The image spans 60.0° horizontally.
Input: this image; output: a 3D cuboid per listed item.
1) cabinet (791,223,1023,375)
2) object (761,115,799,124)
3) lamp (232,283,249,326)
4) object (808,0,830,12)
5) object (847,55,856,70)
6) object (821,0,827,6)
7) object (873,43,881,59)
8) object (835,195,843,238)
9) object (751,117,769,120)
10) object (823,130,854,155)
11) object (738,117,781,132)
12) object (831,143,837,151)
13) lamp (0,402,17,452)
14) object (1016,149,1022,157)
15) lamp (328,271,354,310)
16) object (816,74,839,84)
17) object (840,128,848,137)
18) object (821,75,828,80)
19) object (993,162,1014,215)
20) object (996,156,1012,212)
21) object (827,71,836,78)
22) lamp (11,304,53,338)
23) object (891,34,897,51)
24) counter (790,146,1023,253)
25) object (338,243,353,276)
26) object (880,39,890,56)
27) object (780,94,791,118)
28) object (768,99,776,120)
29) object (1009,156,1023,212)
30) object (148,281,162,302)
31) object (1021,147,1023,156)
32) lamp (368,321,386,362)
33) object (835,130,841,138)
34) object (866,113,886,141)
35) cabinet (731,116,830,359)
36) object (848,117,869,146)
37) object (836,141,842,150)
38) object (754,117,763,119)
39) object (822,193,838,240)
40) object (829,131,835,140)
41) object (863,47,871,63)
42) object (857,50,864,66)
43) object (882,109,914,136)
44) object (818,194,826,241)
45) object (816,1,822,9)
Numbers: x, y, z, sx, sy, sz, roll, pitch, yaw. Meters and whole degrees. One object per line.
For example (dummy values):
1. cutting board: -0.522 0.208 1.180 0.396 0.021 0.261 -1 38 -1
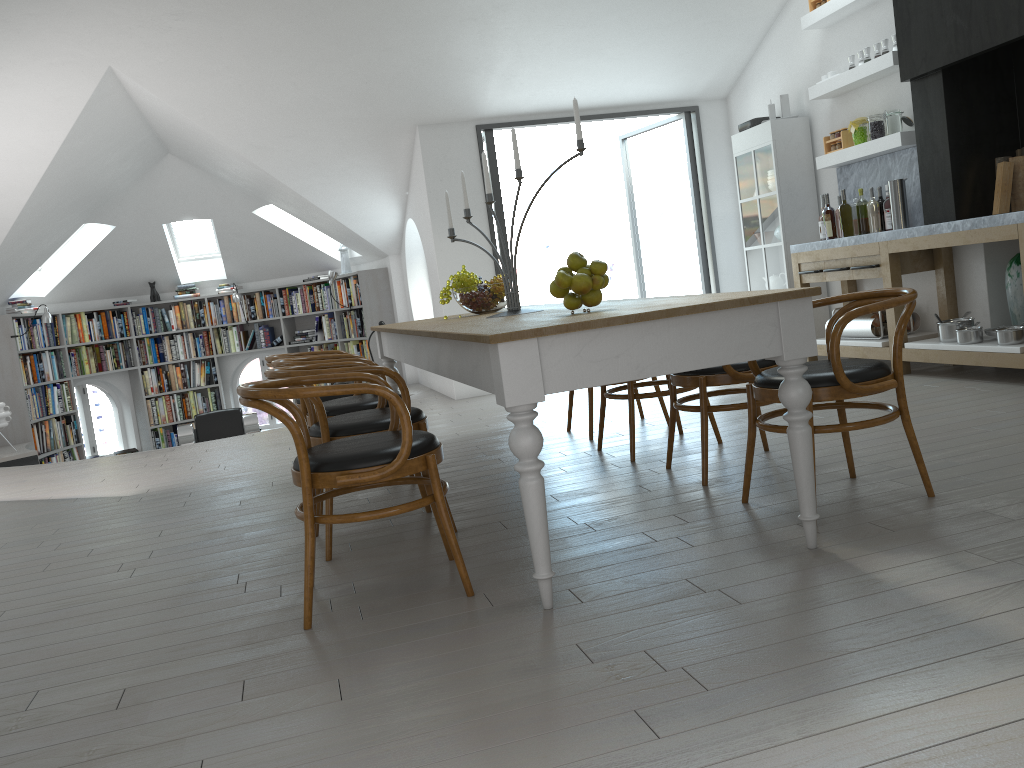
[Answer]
1. cabinet: 3.499 -0.370 3.998 1.005 1.019 6.438 -9 6 -14
2. object: 2.223 -2.184 7.357 0.294 0.025 0.151 -7 6 10
3. lamp: -3.498 -1.012 11.373 0.113 0.565 0.358 -8 5 -7
4. object: 2.370 -2.909 6.715 0.120 0.146 0.237 -9 6 -14
5. object: 2.493 -2.348 6.501 0.064 0.124 0.068 -9 5 -20
6. object: 2.374 -2.885 6.719 0.058 0.075 0.059 -7 5 9
7. object: 2.565 -2.328 6.219 0.064 0.124 0.068 -9 5 -20
8. object: 2.528 -1.280 6.802 0.085 0.330 0.085 -8 4 -5
9. object: 2.140 -2.218 7.654 0.238 0.119 0.238 -9 6 -14
10. object: 2.513 -1.849 6.796 0.120 0.146 0.237 -9 6 -14
11. object: 2.141 -2.208 7.655 0.299 0.119 0.299 -9 6 -14
12. object: 2.500 -1.831 6.865 0.058 0.075 0.059 -7 5 9
13. lamp: -4.955 0.422 8.498 0.306 0.524 0.305 -10 5 -25
14. object: 3.296 -1.301 5.726 0.088 0.424 0.068 -8 4 0
15. lamp: -2.030 -1.106 10.586 0.276 0.524 0.112 -10 5 -23
16. object: 2.441 -2.315 6.750 0.113 0.025 0.295 -9 6 -14
17. object: 2.522 -1.906 6.728 0.058 0.075 0.059 -7 5 9
18. object: 2.421 -2.342 6.821 0.057 0.061 0.058 -9 5 -14
19. object: 3.083 -1.226 5.567 0.148 0.335 0.081 -10 5 -24
20. object: 3.139 -1.259 5.639 0.131 0.366 0.068 -8 4 0
21. object: 2.437 -2.342 6.748 0.054 0.071 0.054 -9 5 -15
22. lamp: -5.105 -0.673 9.410 0.414 0.311 0.117 -9 5 -17
23. object: 2.608 -2.312 6.019 0.064 0.124 0.068 -9 5 -20
24. counter: 3.429 -1.177 3.871 0.962 0.618 6.585 -9 6 -14
25. object: -2.057 -1.570 10.875 0.179 0.471 0.179 -8 5 -5
26. object: 2.580 -2.320 6.126 0.064 0.124 0.068 -9 5 -20
27. object: 2.261 -2.285 7.338 0.072 0.210 0.071 -7 5 10
28. object: 2.157 -2.266 7.359 0.054 0.196 0.054 -7 5 11
29. object: 3.201 -1.248 5.580 0.130 0.366 0.072 -7 4 4
30. object: -4.556 -1.174 11.310 0.147 0.264 0.202 -9 5 -17
31. object: 3.307 -1.282 5.655 0.110 0.457 0.089 -9 5 -14
32. lamp: -1.415 -0.369 9.800 0.322 0.659 0.234 -8 5 1
33. object: 2.506 -1.911 6.793 0.058 0.075 0.059 -7 5 9
34. object: 2.611 -1.835 6.345 0.120 0.182 0.120 -8 5 1
35. cabinet: 2.309 -1.205 7.605 0.361 1.985 0.642 -9 5 -14
36. object: 2.558 -1.855 6.537 0.128 0.199 0.163 -9 5 -19
37. object: 2.517 -1.826 6.800 0.058 0.075 0.059 -7 5 9
38. object: 2.139 -2.227 7.654 0.170 0.119 0.170 -9 6 -14
39. object: 2.385 -1.252 6.662 0.093 0.358 0.093 -6 5 20
40. object: 2.489 -1.916 6.858 0.058 0.075 0.059 -7 5 9
41. object: 2.528 -2.332 6.307 0.064 0.124 0.068 -9 5 -20
42. object: 2.521 -2.340 6.393 0.064 0.124 0.068 -9 5 -20
43. object: 2.668 -1.818 6.137 0.207 0.177 0.103 -7 5 8
44. object: 2.420 -1.286 6.854 0.085 0.359 0.089 -7 4 8
45. object: 2.357 -2.890 6.784 0.058 0.075 0.059 -7 5 9
